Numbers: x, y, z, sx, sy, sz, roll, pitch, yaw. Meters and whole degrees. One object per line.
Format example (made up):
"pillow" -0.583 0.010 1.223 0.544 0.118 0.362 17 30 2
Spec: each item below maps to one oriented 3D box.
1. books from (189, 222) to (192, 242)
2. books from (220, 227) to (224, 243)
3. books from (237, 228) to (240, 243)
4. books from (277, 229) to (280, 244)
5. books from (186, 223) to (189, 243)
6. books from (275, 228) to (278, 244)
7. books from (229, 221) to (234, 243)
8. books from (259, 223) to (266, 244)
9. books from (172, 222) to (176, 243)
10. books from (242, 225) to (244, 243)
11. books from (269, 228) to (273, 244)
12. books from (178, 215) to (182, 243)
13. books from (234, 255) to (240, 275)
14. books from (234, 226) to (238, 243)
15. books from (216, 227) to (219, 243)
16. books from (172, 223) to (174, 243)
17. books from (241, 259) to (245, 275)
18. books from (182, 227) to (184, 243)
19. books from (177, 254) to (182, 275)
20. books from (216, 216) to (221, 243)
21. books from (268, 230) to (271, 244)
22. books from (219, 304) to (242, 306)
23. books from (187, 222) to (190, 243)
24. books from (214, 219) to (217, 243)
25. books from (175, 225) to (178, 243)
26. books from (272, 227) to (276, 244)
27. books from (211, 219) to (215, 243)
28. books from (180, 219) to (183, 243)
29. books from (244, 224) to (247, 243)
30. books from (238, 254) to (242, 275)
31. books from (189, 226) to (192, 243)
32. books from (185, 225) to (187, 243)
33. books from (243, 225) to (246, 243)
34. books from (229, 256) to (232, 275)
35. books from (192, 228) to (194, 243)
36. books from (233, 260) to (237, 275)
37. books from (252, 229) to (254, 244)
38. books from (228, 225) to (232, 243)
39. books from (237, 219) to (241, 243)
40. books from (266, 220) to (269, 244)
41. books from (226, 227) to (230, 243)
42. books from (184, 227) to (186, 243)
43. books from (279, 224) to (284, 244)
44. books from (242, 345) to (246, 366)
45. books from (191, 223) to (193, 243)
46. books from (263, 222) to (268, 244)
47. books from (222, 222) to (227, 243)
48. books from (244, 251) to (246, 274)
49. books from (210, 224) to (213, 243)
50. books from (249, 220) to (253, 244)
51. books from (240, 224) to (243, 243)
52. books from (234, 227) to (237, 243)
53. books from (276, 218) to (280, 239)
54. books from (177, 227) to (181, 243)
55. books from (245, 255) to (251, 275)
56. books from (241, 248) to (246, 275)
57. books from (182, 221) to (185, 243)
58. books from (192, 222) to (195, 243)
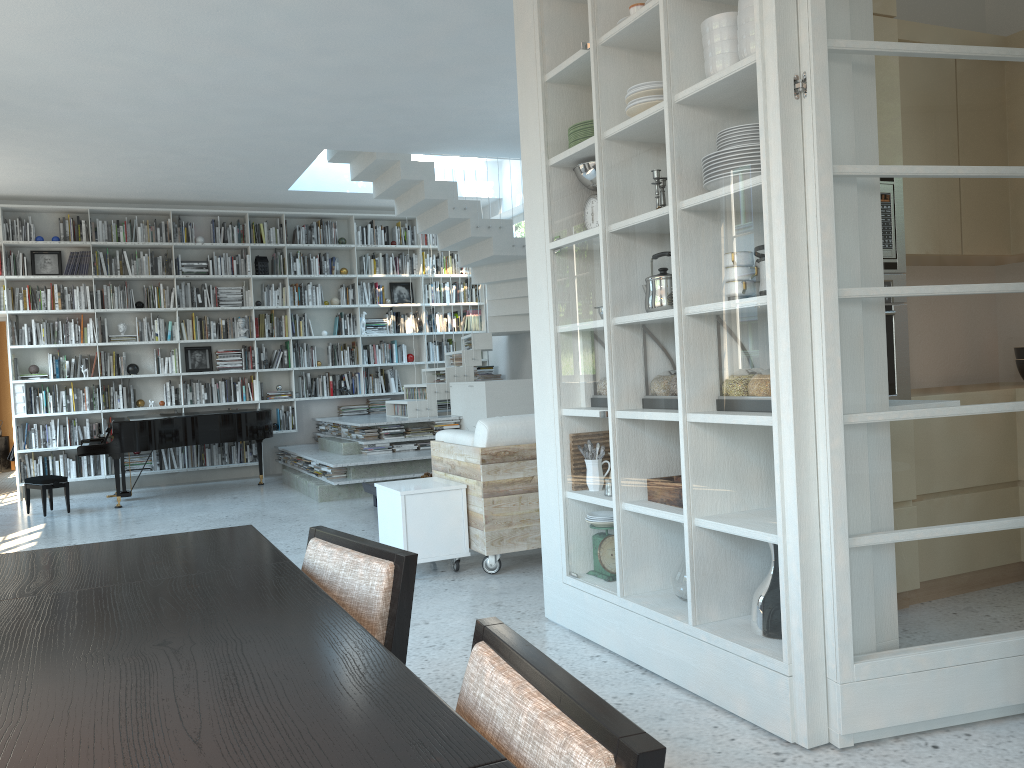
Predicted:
"books" -3.718 -1.730 10.261 0.005 0.255 0.168 -4 2 -25
"books" -3.408 -1.726 10.401 0.050 0.211 0.173 -4 1 -25
"books" -3.245 -1.733 10.497 0.014 0.204 0.135 -4 2 -25
"books" -2.826 -1.753 10.671 0.022 0.194 0.182 -4 1 -25
"books" -3.757 -1.724 10.257 0.014 0.248 0.139 -4 2 -25
"books" -2.851 -1.756 10.667 0.025 0.203 0.162 -4 1 -25
"books" -3.301 -1.762 10.437 0.010 0.270 0.180 -4 2 -25
"books" -2.987 -1.773 10.586 0.054 0.255 0.191 -4 1 -25
"books" -3.880 -1.719 10.180 0.026 0.253 0.185 -4 1 -25
"books" -3.196 -1.756 10.514 0.014 0.244 0.145 -4 2 -25
"books" -2.894 -1.752 10.630 0.024 0.202 0.180 -4 1 -25
"books" -3.828 -1.766 10.225 0.014 0.341 0.145 -4 2 -25
"books" -3.250 -1.386 10.468 0.032 0.248 0.173 -4 2 -25
"books" -3.267 -1.746 10.493 0.026 0.234 0.137 -4 2 -25
"books" -3.460 -1.722 10.395 0.031 0.208 0.146 -4 2 -25
"books" -3.906 -1.718 10.190 0.012 0.254 0.161 -4 2 -25
"books" -3.196 -1.367 10.494 0.029 0.202 0.191 -4 1 -25
"books" -3.807 -1.700 10.243 0.011 0.205 0.145 -4 2 -25
"books" -3.823 -1.352 10.198 0.021 0.249 0.191 -4 1 -25
"books" -3.436 -1.785 10.382 0.010 0.331 0.186 -4 2 -25
"books" -2.914 -1.740 10.619 0.022 0.180 0.173 -4 1 -25
"books" -3.323 -0.921 10.451 0.254 0.012 0.161 -3 1 -22
"books" -3.743 -1.733 10.256 0.013 0.264 0.147 -4 2 -25
"books" -3.477 -1.765 10.375 0.011 0.296 0.157 -4 2 -25
"books" -3.865 -1.708 10.208 0.023 0.228 0.157 -4 2 -25
"books" -2.868 -1.759 10.637 0.031 0.213 0.169 -4 1 -25
"books" -3.494 -1.762 10.358 0.014 0.292 0.176 -4 2 -25
"books" -3.814 -1.745 10.226 0.010 0.296 0.153 -4 2 -25
"books" -3.167 -1.764 10.526 0.022 0.257 0.136 -4 2 -25
"books" -3.229 -1.394 10.494 0.029 0.261 0.133 -4 2 -25
"books" -3.727 -1.711 10.259 0.016 0.219 0.144 -4 2 -25
"books" -3.771 -1.716 10.265 0.006 0.233 0.136 -4 2 -24
"books" -3.179 -1.754 10.512 0.014 0.239 0.153 -4 2 -25
"books" -3.325 -1.378 10.459 0.011 0.239 0.139 -4 2 -25
"books" -3.701 -1.697 10.279 0.010 0.187 0.152 -4 1 -25
"books" -3.276 -1.355 10.457 0.029 0.188 0.176 -4 1 -25
"books" -3.099 -1.736 10.551 0.015 0.193 0.160 -4 1 -25
"books" -3.321 -1.744 10.444 0.023 0.236 0.154 -4 2 -25
"books" -3.234 -1.786 10.495 0.012 0.308 0.138 -4 2 -25
"books" -2.933 -1.798 10.614 0.010 0.297 0.167 -4 2 -25
"books" -3.344 -1.726 10.428 0.033 0.203 0.166 -4 1 -25
"books" -3.775 -1.697 10.241 0.023 0.195 0.172 -4 1 -25
"books" -2.787 -1.784 10.671 0.029 0.253 0.186 -4 1 -25
"books" -3.184 -0.312 10.539 0.011 0.299 0.130 -4 2 -25
"books" -3.717 -1.727 10.282 0.013 0.249 0.148 -4 2 -25
"books" -2.958 -1.785 10.621 0.030 0.274 0.151 -4 2 -25
"books" -3.382 -1.758 10.432 0.028 0.270 0.140 -4 2 -25
"books" -3.180 -1.417 10.530 0.010 0.299 0.133 -4 2 -25
"books" -3.512 -1.738 10.370 0.012 0.245 0.151 -4 2 -25
"books" -3.109 -1.788 10.539 0.007 0.298 0.181 -4 2 -24
"books" -3.211 -1.755 10.497 0.028 0.244 0.161 -4 2 -25
"books" -3.270 -1.730 10.443 0.023 0.202 0.193 -4 1 -25
"books" -2.821 -1.821 10.691 0.012 0.330 0.128 -4 2 -25
"books" -3.837 -1.692 10.207 0.026 0.194 0.166 -4 1 -25
"books" -3.123 -1.387 10.467 0.037 0.237 0.272 -4 1 -25
"books" -3.184 -1.434 10.509 0.012 0.334 0.155 -4 2 -25
"books" -3.787 -1.731 10.222 0.011 0.265 0.163 -4 2 -25
"books" -3.691 -1.732 10.276 0.011 0.256 0.143 -4 2 -25
